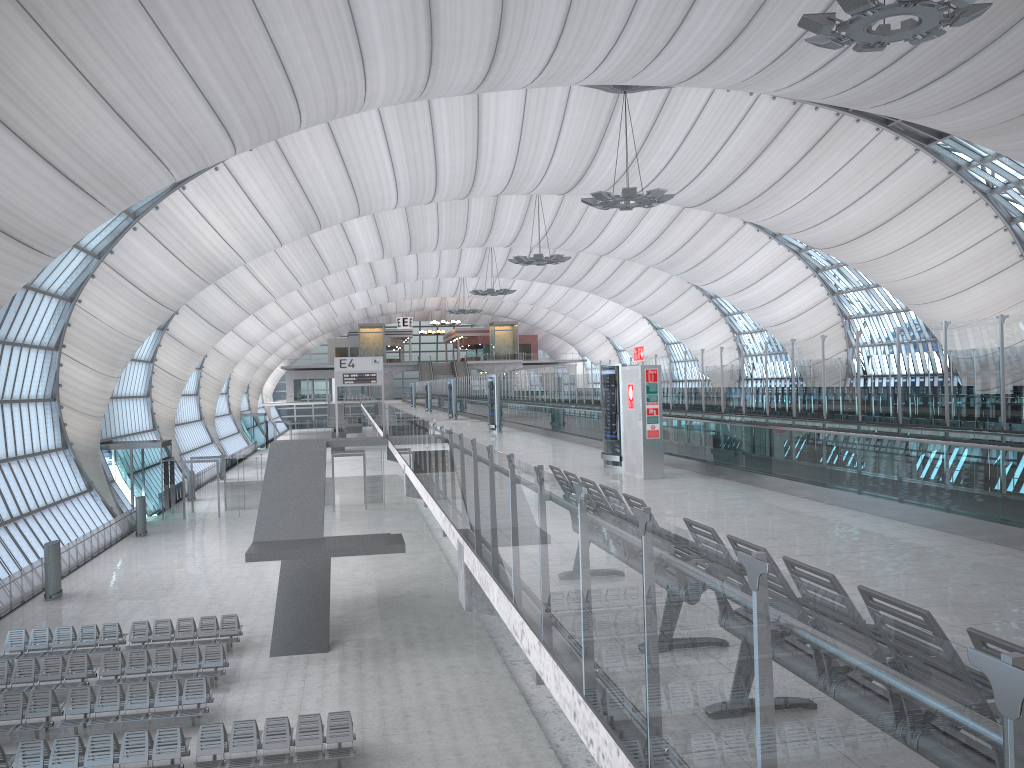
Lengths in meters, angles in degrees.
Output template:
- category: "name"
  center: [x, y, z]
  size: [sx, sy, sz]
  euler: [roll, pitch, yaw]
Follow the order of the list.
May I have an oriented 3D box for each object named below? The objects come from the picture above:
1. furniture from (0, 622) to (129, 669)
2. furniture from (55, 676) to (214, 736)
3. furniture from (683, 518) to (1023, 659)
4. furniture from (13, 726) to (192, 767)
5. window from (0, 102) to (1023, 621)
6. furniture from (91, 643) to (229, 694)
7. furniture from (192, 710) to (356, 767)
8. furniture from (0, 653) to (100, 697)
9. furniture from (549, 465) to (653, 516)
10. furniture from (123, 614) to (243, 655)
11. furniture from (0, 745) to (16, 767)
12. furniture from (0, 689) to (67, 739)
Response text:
- category: "furniture"
  center: [-11.052, 6.450, 21.908]
  size: [2.705, 0.913, 1.572]
  euler: [-2, 0, -10]
- category: "furniture"
  center: [-7.359, 6.344, 17.509]
  size: [2.705, 0.913, 1.572]
  euler: [-2, 0, -10]
- category: "furniture"
  center: [1.395, 1.078, 3.184]
  size: [0.713, 0.902, 2.520]
  euler: [-2, 0, -10]
- category: "furniture"
  center: [-6.881, 6.329, 14.881]
  size: [2.705, 0.913, 1.572]
  euler: [-2, 0, -10]
- category: "window"
  center: [-1.483, -3.186, 74.640]
  size: [50.537, 20.004, 167.818]
  euler: [-2, 0, -10]
- category: "furniture"
  center: [-7.780, 6.358, 19.820]
  size: [2.705, 0.913, 1.572]
  euler: [-2, 0, -10]
- category: "furniture"
  center: [-4.082, 6.252, 15.391]
  size: [2.705, 0.913, 1.572]
  euler: [-2, 0, -10]
- category: "furniture"
  center: [-10.578, 6.435, 19.309]
  size: [2.705, 0.913, 1.572]
  euler: [-2, 0, -10]
- category: "furniture"
  center: [0.871, 1.095, 6.160]
  size: [0.713, 0.902, 2.520]
  euler: [-2, 0, -10]
- category: "furniture"
  center: [-8.253, 6.373, 22.418]
  size: [2.705, 0.913, 1.572]
  euler: [-2, 0, -10]
- category: "furniture"
  center: [-9.679, 6.405, 14.371]
  size: [2.705, 0.913, 1.572]
  euler: [-2, 0, -10]
- category: "furniture"
  center: [-10.158, 6.421, 16.998]
  size: [2.705, 0.913, 1.572]
  euler: [-2, 0, -10]
